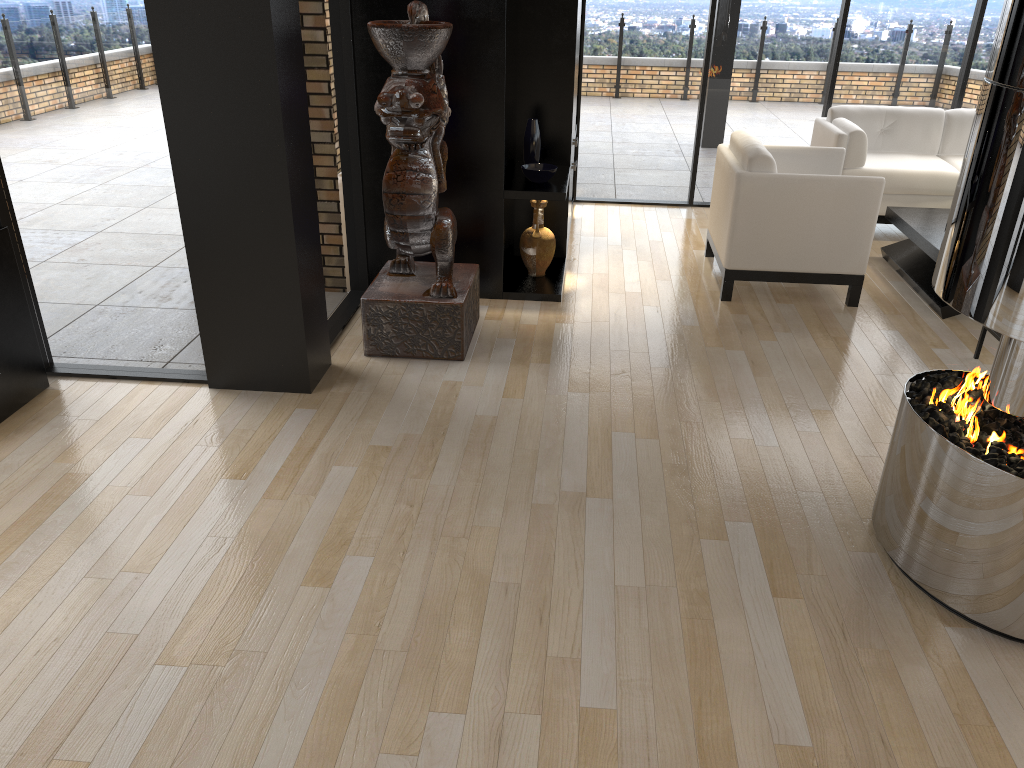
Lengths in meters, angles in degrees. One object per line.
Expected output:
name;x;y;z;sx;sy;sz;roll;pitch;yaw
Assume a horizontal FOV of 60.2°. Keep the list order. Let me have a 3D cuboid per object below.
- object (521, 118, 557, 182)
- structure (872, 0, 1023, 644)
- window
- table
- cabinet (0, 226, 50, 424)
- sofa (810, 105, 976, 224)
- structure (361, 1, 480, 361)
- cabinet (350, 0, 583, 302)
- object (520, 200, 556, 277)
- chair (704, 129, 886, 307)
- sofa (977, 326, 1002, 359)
object;0.165;-1.373;5.200;0.213;0.325;0.359;3;27;3
structure;1.589;-0.638;2.307;0.586;2.850;0.857;-3;28;-7
window;-0.309;-1.615;1.796;15.876;4.982;9.741;-3;26;-8
table;3.514;-0.742;5.499;2.031;0.366;1.216;3;26;4
cabinet;-3.685;-0.280;3.762;3.037;0.771;0.597;3;27;4
sofa;3.672;-1.563;6.625;2.693;0.890;0.822;3;27;4
structure;-0.453;-1.001;4.386;0.517;1.656;0.703;3;28;4
cabinet;-0.129;-2.308;5.761;1.185;2.849;2.560;4;27;5
object;0.160;-0.918;5.456;0.220;0.514;0.216;17;32;27
chair;1.728;-1.073;5.514;0.854;0.890;0.963;3;27;4
sofa;3.390;-0.294;4.001;2.031;0.836;0.806;3;27;4
